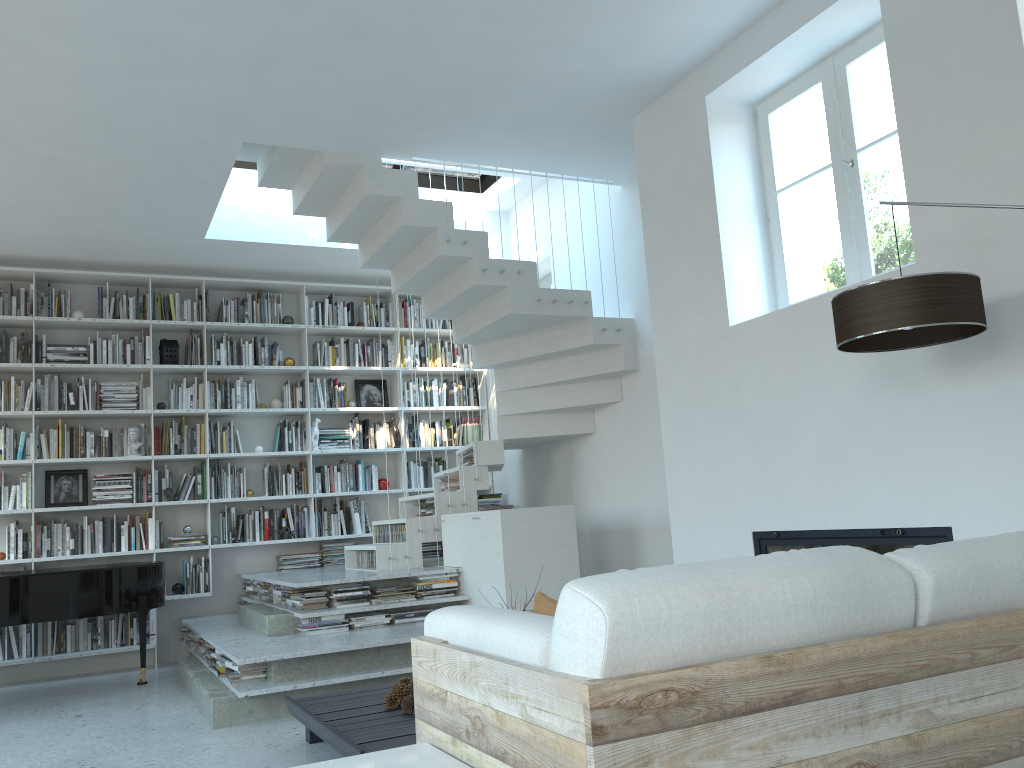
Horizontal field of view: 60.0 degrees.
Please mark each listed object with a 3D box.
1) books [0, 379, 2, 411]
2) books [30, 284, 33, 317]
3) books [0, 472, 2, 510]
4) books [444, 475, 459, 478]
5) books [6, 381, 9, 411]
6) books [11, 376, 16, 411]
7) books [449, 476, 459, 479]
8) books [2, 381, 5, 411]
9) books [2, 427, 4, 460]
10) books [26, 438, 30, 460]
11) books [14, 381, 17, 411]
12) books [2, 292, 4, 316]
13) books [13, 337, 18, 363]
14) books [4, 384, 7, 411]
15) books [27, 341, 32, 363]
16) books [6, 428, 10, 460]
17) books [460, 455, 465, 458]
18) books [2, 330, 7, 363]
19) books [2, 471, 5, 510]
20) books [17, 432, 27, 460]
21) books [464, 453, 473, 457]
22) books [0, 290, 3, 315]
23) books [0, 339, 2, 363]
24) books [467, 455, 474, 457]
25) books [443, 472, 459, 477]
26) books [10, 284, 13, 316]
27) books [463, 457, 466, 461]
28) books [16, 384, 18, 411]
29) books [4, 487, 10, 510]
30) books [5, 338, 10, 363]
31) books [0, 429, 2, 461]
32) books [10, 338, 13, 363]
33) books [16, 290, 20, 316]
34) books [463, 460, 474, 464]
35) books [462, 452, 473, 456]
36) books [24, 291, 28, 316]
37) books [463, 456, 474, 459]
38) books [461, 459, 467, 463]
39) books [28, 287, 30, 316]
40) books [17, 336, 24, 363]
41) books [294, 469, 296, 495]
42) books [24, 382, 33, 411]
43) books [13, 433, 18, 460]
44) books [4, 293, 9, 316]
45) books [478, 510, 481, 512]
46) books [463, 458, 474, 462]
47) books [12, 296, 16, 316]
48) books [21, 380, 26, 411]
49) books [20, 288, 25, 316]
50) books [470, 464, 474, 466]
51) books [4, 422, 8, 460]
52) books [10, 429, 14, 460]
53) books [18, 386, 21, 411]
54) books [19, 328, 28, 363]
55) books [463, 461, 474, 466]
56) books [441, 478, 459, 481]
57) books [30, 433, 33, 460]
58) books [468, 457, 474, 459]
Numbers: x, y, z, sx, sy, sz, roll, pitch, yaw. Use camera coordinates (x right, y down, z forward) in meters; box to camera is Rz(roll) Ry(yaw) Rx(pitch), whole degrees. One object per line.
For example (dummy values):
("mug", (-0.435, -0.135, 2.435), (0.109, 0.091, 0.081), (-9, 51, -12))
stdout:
("books", (-3.940, 0.098, 6.834), (0.033, 0.287, 0.155), (0, -9, -26))
("books", (-3.789, -0.628, 7.010), (0.026, 0.288, 0.176), (0, -9, -26))
("books", (-3.876, 0.822, 6.736), (0.011, 0.291, 0.156), (0, -9, -26))
("books", (-0.385, 0.698, 6.718), (0.254, 0.005, 0.161), (-5, -9, 6))
("books", (-3.891, 0.114, 6.844), (0.017, 0.252, 0.139), (0, -9, -26))
("books", (-3.855, 0.098, 6.855), (0.022, 0.284, 0.190), (0, -9, -26))
("books", (-0.382, 0.710, 6.732), (0.184, 0.016, 0.179), (-4, -9, 2))
("books", (-3.903, 0.114, 6.811), (0.013, 0.243, 0.189), (0, -9, -26))
("books", (-3.877, 0.469, 6.769), (0.012, 0.265, 0.193), (0, -9, -26))
("books", (-3.739, 0.515, 6.856), (0.027, 0.181, 0.142), (0, -9, -26))
("books", (-3.842, 0.112, 6.867), (0.010, 0.257, 0.140), (0, -9, -26))
("books", (-3.957, -0.590, 6.910), (0.013, 0.206, 0.178), (0, -9, -26))
("books", (-3.876, -0.237, 6.923), (0.024, 0.236, 0.153), (0, -9, -26))
("books", (-3.908, 0.124, 6.847), (0.011, 0.235, 0.130), (0, -9, -26))
("books", (-3.790, -0.224, 6.969), (0.028, 0.211, 0.134), (0, -9, -26))
("books", (-3.855, 0.473, 6.789), (0.023, 0.259, 0.170), (0, -9, -26))
("books", (-0.320, 0.589, 7.327), (0.190, 0.015, 0.230), (-2, -9, -12))
("books", (-3.946, -0.264, 6.895), (0.022, 0.290, 0.147), (0, -9, -26))
("books", (-3.864, 0.819, 6.739), (0.012, 0.297, 0.166), (0, -9, -26))
("books", (-3.772, 0.489, 6.824), (0.060, 0.227, 0.179), (0, -9, -26))
("books", (-0.272, 0.561, 7.035), (0.174, 0.009, 0.240), (-1, -9, -17))
("books", (-3.979, -0.599, 6.915), (0.021, 0.228, 0.161), (0, -9, -26))
("books", (-3.963, -0.226, 6.878), (0.024, 0.213, 0.150), (0, -9, -26))
("books", (-0.262, 0.571, 7.036), (0.144, 0.011, 0.257), (-1, -9, -19))
("books", (-0.385, 0.684, 6.728), (0.234, 0.025, 0.157), (-6, -9, 11))
("books", (-3.922, -0.626, 6.951), (0.013, 0.285, 0.160), (0, -9, -26))
("books", (-0.312, 0.615, 7.325), (0.168, 0.005, 0.292), (-3, -9, -8))
("books", (-3.833, 0.127, 6.873), (0.011, 0.229, 0.166), (0, -9, -26))
("books", (-3.844, 0.877, 6.746), (0.030, 0.182, 0.154), (0, -9, -26))
("books", (-3.911, -0.231, 6.884), (0.030, 0.217, 0.183), (0, -9, -26))
("books", (-3.898, 0.480, 6.768), (0.028, 0.246, 0.170), (0, -9, -26))
("books", (-3.890, -0.233, 6.899), (0.022, 0.222, 0.161), (0, -9, -26))
("books", (-3.877, -0.602, 6.973), (0.026, 0.236, 0.149), (0, -9, -26))
("books", (-0.281, 0.613, 7.024), (0.191, 0.014, 0.244), (-2, -9, -13))
("books", (-0.281, 0.551, 7.034), (0.191, 0.013, 0.244), (-2, -9, -15))
("books", (-3.821, -0.598, 6.985), (0.026, 0.225, 0.172), (0, -9, -26))
("books", (-0.275, 0.580, 7.031), (0.176, 0.007, 0.254), (-1, -9, -18))
("books", (-0.313, 0.631, 7.322), (0.171, 0.011, 0.232), (-2, -9, -15))
("books", (-3.808, -0.617, 7.004), (0.014, 0.266, 0.171), (0, -9, -26))
("books", (-3.833, -0.254, 6.926), (0.055, 0.263, 0.167), (0, -9, -26))
("books", (-1.906, 0.857, 7.704), (0.016, 0.230, 0.138), (0, -9, -26))
("books", (-3.745, 0.118, 6.882), (0.064, 0.236, 0.209), (0, -9, -26))
("books", (-3.821, 0.497, 6.825), (0.026, 0.219, 0.150), (0, -9, -26))
("books", (-3.938, -0.587, 6.916), (0.026, 0.200, 0.187), (0, -9, -26))
("books", (-0.218, 1.136, 7.968), (0.206, 0.015, 0.144), (1, -10, -29))
("books", (-0.274, 0.602, 7.028), (0.187, 0.009, 0.261), (-2, -9, -16))
("books", (-3.896, -0.577, 6.948), (0.031, 0.184, 0.177), (0, -9, -26))
("books", (-3.794, 0.112, 6.884), (0.022, 0.257, 0.155), (0, -9, -26))
("books", (-3.857, -0.612, 6.994), (0.029, 0.260, 0.151), (0, -9, -26))
("books", (-0.250, 0.639, 7.029), (0.130, 0.014, 0.250), (-2, -9, -13))
("books", (-3.871, 0.453, 6.784), (0.011, 0.300, 0.178), (0, -9, -26))
("books", (-3.843, 0.478, 6.817), (0.022, 0.256, 0.152), (0, -9, -26))
("books", (-3.817, 0.133, 6.880), (0.024, 0.215, 0.142), (0, -9, -26))
("books", (-3.821, -0.273, 6.935), (0.058, 0.302, 0.175), (0, -9, -26))
("books", (-0.279, 0.627, 7.022), (0.182, 0.013, 0.288), (-2, -9, -12))
("books", (-0.383, 0.719, 6.713), (0.295, 0.007, 0.146), (-5, -9, 8))
("books", (-3.717, 0.497, 6.872), (0.026, 0.217, 0.126), (0, -9, -26))
("books", (-0.264, 0.590, 7.033), (0.154, 0.014, 0.197), (-2, -9, -13))
